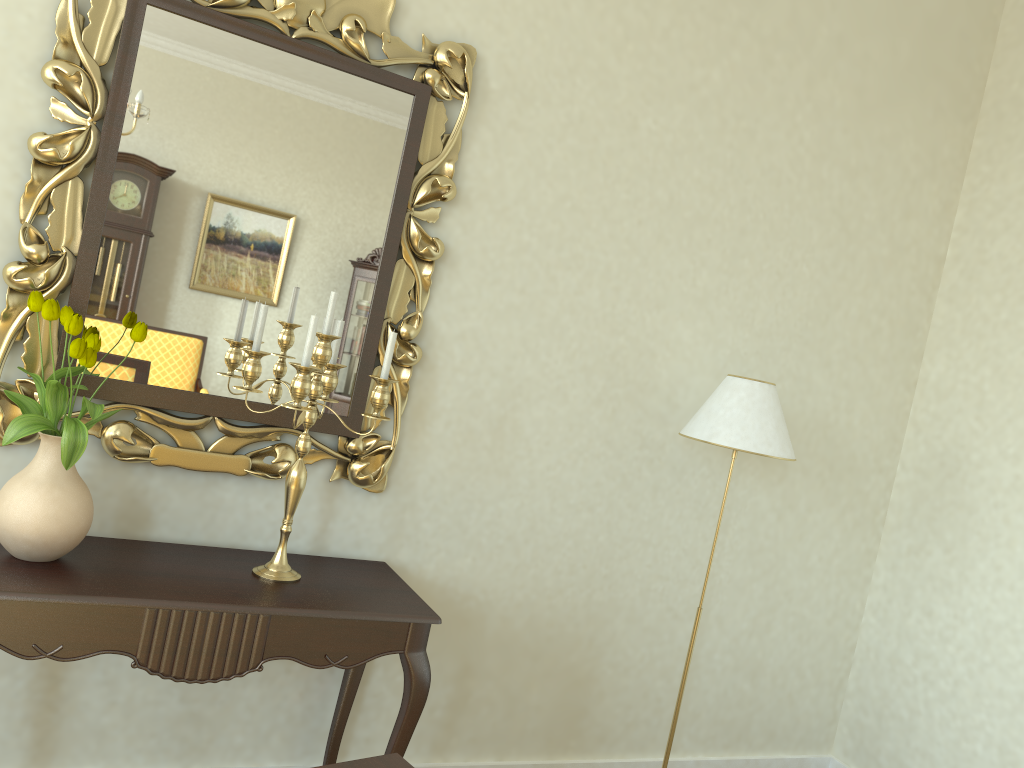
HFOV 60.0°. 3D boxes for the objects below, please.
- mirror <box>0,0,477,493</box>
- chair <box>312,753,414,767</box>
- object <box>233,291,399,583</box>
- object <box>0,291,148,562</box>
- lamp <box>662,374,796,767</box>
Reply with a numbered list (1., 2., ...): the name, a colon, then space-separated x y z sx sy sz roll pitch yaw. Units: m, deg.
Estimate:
1. mirror: -0.687 -0.543 2.420 1.117 1.612 0.082 11 2 -27
2. chair: -0.245 0.885 0.380 0.730 1.083 0.671 10 3 -42
3. object: -0.538 0.131 2.310 0.320 0.757 0.320 14 3 44
4. object: -1.053 0.105 2.058 0.264 0.609 0.242 12 2 3
5. lamp: 0.618 0.742 2.917 0.381 1.552 0.381 11 2 -27
